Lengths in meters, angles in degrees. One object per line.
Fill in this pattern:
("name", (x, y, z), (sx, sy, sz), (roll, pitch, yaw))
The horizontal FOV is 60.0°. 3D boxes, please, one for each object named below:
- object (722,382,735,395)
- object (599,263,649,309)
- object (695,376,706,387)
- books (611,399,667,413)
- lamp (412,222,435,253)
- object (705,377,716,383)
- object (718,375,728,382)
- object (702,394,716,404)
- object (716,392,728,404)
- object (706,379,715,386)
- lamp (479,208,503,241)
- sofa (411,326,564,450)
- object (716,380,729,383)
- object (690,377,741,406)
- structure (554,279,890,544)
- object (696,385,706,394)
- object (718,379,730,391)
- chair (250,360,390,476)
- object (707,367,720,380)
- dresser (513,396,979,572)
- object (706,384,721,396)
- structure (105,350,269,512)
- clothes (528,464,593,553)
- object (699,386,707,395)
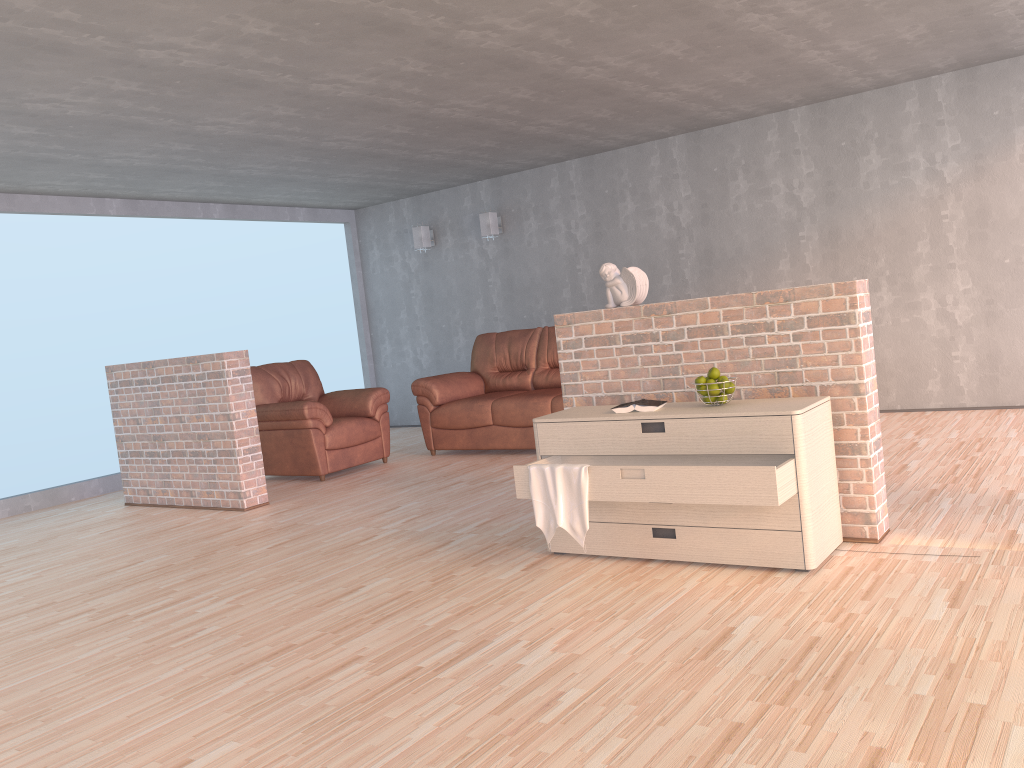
("object", (0.886, 0.016, 3.629), (0.053, 0.054, 0.053), (-8, 4, -19))
("object", (0.516, -0.471, 4.173), (0.216, 0.218, 0.131), (-4, 5, 35))
("object", (0.772, -0.011, 3.632), (0.046, 0.045, 0.046), (-4, 5, 35))
("books", (0.542, 0.092, 3.780), (0.209, 0.040, 0.146), (-5, 5, 25))
("lamp", (-0.934, -1.535, 9.299), (0.165, 0.319, 0.168), (-4, 5, 35))
("object", (0.819, -0.008, 3.678), (0.054, 0.053, 0.049), (-8, 5, -24))
("object", (0.860, -0.014, 3.616), (0.043, 0.043, 0.039), (-5, 4, 21))
("object", (0.812, 0.056, 3.645), (0.059, 0.055, 0.060), (-7, 4, -9))
("object", (0.854, 0.058, 3.610), (0.046, 0.048, 0.048), (-5, 5, 24))
("object", (0.811, -0.002, 3.624), (0.039, 0.038, 0.039), (-9, 5, -25))
("lamp", (-0.213, -1.581, 8.790), (0.165, 0.319, 0.177), (-4, 5, 35))
("sofa", (0.309, -0.003, 7.200), (2.202, 0.923, 0.981), (-4, 5, 35))
("object", (0.874, -0.001, 3.673), (0.053, 0.048, 0.054), (-3, 6, 42))
("object", (0.838, 0.036, 3.638), (0.202, 0.104, 0.202), (-4, 5, 29))
("structure", (0.890, 0.140, 4.009), (1.422, 1.057, 0.211), (-4, 5, 35))
("object", (0.783, 0.020, 3.659), (0.046, 0.044, 0.046), (-4, 5, 31))
("object", (0.853, 0.002, 3.575), (0.046, 0.047, 0.047), (-8, 4, -17))
("chair", (-1.632, 0.239, 7.237), (0.936, 0.879, 0.970), (-4, 5, 35))
("object", (0.828, -0.042, 3.641), (0.054, 0.056, 0.054), (-4, 5, 35))
("dresser", (0.850, 0.406, 3.507), (1.686, 0.612, 0.605), (-4, 5, 35))
("object", (0.815, 0.023, 3.591), (0.057, 0.057, 0.057), (-8, 4, -21))
("structure", (-2.341, 0.342, 6.312), (1.422, 1.057, 0.211), (-4, 5, 35))
("clothes", (0.219, 0.506, 3.611), (0.325, 0.369, 0.097), (-3, 5, 36))
("object", (0.782, 0.026, 3.616), (0.038, 0.040, 0.039), (-3, 6, 44))
